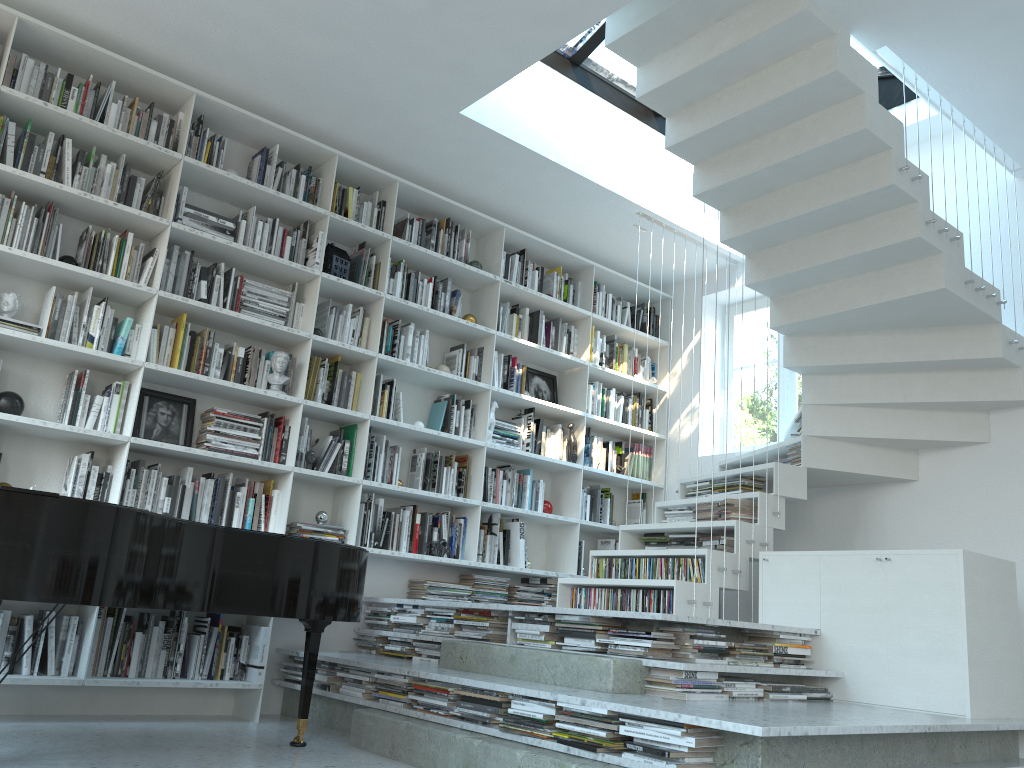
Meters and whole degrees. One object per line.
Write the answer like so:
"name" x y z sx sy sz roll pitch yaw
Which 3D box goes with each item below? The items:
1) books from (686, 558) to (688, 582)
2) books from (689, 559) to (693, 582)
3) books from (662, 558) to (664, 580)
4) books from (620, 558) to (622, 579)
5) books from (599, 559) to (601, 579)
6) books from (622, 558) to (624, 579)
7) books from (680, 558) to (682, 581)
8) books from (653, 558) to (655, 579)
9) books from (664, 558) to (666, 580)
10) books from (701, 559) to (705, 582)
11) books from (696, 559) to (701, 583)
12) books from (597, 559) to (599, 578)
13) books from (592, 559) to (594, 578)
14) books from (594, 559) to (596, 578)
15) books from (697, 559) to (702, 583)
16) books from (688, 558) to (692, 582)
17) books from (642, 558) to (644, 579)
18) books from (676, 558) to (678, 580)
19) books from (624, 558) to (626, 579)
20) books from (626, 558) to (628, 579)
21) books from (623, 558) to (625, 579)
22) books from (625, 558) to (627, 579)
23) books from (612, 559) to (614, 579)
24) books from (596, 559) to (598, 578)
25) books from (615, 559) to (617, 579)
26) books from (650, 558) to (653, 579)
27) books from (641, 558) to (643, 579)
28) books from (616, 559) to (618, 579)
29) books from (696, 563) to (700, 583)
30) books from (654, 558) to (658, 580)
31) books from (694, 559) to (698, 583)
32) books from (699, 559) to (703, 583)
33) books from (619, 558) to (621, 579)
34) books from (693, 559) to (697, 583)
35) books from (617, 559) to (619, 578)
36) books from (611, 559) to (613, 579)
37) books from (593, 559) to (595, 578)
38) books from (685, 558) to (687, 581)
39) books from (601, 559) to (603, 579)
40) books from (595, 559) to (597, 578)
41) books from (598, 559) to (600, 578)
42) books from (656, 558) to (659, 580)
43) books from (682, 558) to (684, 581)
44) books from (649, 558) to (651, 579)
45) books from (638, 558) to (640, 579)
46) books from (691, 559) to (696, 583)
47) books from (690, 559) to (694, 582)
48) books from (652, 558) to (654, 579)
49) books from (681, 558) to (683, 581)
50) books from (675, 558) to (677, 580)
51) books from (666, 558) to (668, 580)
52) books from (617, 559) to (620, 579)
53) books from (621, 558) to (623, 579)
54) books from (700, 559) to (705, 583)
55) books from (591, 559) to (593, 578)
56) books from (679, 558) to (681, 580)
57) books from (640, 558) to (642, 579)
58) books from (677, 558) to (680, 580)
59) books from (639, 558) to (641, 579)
"books" 0.935 0.962 4.544 0.125 0.125 0.008 16 -18 -37
"books" 0.953 0.959 4.523 0.125 0.123 0.034 16 -18 -37
"books" 0.835 0.986 4.663 0.125 0.125 0.012 16 -18 -37
"books" 0.641 1.032 4.891 0.125 0.125 0.008 16 -18 -37
"books" 0.538 1.057 5.013 0.125 0.125 0.008 16 -18 -37
"books" 0.651 1.030 4.879 0.125 0.125 0.007 16 -18 -37
"books" 0.910 0.968 4.574 0.125 0.125 0.010 16 -18 -37
"books" 0.795 0.995 4.710 0.125 0.125 0.011 16 -18 -37
"books" 0.841 0.985 4.655 0.125 0.125 0.018 16 -18 -37
"books" 1.003 0.947 4.463 0.125 0.123 0.034 16 -18 -37
"books" 0.983 0.952 4.487 0.125 0.123 0.036 16 -18 -37
"books" 0.528 1.059 5.025 0.125 0.125 0.009 16 -18 -37
"books" 0.504 1.065 5.053 0.125 0.125 0.008 16 -18 -37
"books" 0.514 1.063 5.042 0.125 0.125 0.008 16 -18 -37
"books" 0.988 0.951 4.482 0.125 0.123 0.035 16 -18 -37
"books" 0.941 0.960 4.537 0.125 0.125 0.011 16 -18 -37
"books" 0.747 1.007 4.767 0.125 0.125 0.008 16 -18 -37
"books" 0.896 0.971 4.590 0.125 0.125 0.008 16 -18 -37
"books" 0.661 1.027 4.868 0.125 0.125 0.007 16 -18 -37
"books" 0.670 1.025 4.857 0.125 0.125 0.008 16 -18 -37
"books" 0.656 1.029 4.874 0.125 0.125 0.007 16 -18 -37
"books" 0.666 1.026 4.862 0.125 0.125 0.008 16 -18 -37
"books" 0.606 1.041 4.932 0.125 0.125 0.007 16 -18 -37
"books" 0.523 1.060 5.030 0.125 0.125 0.008 16 -18 -37
"books" 0.617 1.038 4.920 0.125 0.125 0.009 16 -18 -37
"books" 0.782 0.999 4.724 0.125 0.125 0.013 16 -18 -37
"books" 0.741 1.008 4.774 0.125 0.125 0.010 16 -18 -37
"books" 0.622 1.037 4.914 0.125 0.125 0.007 16 -18 -37
"books" 0.978 0.953 4.493 0.125 0.123 0.035 16 -18 -37
"books" 0.801 0.994 4.702 0.125 0.125 0.009 16 -18 -37
"books" 0.973 0.954 4.499 0.125 0.123 0.034 16 -18 -37
"books" 0.993 0.950 4.476 0.125 0.123 0.034 16 -18 -37
"books" 0.636 1.033 4.897 0.125 0.125 0.008 16 -18 -37
"books" 0.968 0.955 4.505 0.125 0.123 0.034 16 -18 -37
"books" 0.627 1.036 4.908 0.125 0.125 0.008 16 -18 -37
"books" 0.601 1.042 4.939 0.125 0.125 0.010 16 -18 -37
"books" 0.509 1.064 5.048 0.125 0.125 0.009 16 -18 -37
"books" 0.930 0.963 4.550 0.125 0.125 0.007 16 -18 -37
"books" 0.549 1.054 5.000 0.125 0.125 0.012 16 -18 -37
"books" 0.519 1.061 5.036 0.125 0.125 0.007 16 -18 -37
"books" 0.533 1.058 5.019 0.125 0.125 0.007 16 -18 -37
"books" 0.808 0.992 4.694 0.125 0.125 0.016 16 -18 -37
"books" 0.920 0.965 4.561 0.125 0.125 0.008 16 -18 -37
"books" 0.776 1.000 4.733 0.125 0.125 0.008 16 -18 -37
"books" 0.726 1.012 4.791 0.125 0.125 0.007 16 -18 -37
"books" 0.963 0.957 4.511 0.125 0.122 0.036 16 -18 -37
"books" 0.958 0.958 4.517 0.125 0.123 0.035 16 -18 -37
"books" 0.789 0.997 4.717 0.125 0.125 0.009 16 -18 -37
"books" 0.916 0.967 4.567 0.125 0.125 0.008 16 -18 -37
"books" 0.892 0.972 4.595 0.125 0.125 0.008 16 -18 -37
"books" 0.850 0.982 4.644 0.125 0.125 0.009 16 -18 -37
"books" 0.631 1.035 4.903 0.125 0.125 0.008 16 -18 -37
"books" 0.647 1.031 4.885 0.125 0.125 0.008 16 -18 -37
"books" 0.998 0.949 4.470 0.125 0.123 0.036 16 -18 -37
"books" 0.499 1.066 5.060 0.125 0.125 0.008 16 -18 -37
"books" 0.905 0.969 4.579 0.125 0.125 0.010 16 -18 -37
"books" 0.736 1.010 4.780 0.125 0.125 0.007 16 -18 -37
"books" 0.901 0.970 4.585 0.125 0.125 0.008 16 -18 -37
"books" 0.731 1.011 4.786 0.125 0.125 0.007 16 -18 -37
